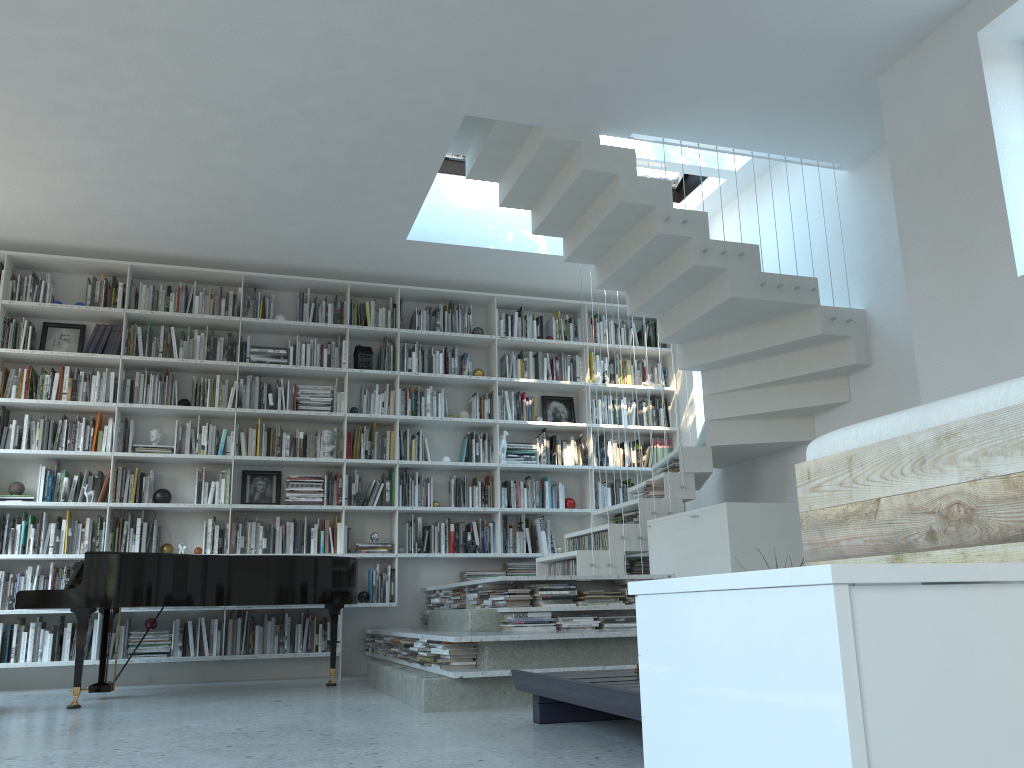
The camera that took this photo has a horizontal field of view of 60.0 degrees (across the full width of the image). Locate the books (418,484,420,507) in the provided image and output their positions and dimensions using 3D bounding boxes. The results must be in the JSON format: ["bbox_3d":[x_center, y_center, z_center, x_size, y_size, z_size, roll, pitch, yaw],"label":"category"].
[{"bbox_3d":[-0.779,0.931,7.271,0.013,0.202,0.167,3,-15,-17],"label":"books"}]

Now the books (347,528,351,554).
[{"bbox_3d":[-1.301,1.253,7.028,0.030,0.210,0.137,3,-15,-17],"label":"books"}]

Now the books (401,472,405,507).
[{"bbox_3d":[-0.896,0.878,7.240,0.018,0.294,0.178,3,-15,-17],"label":"books"}]

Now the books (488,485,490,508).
[{"bbox_3d":[-0.212,0.959,7.436,0.013,0.203,0.159,3,-15,-17],"label":"books"}]

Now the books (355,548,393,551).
[{"bbox_3d":[-1.095,1.309,7.009,0.285,0.012,0.160,2,-15,-14],"label":"books"}]

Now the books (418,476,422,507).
[{"bbox_3d":[-0.765,0.897,7.271,0.012,0.266,0.183,3,-15,-17],"label":"books"}]

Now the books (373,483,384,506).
[{"bbox_3d":[-1.093,0.914,7.169,0.091,0.204,0.169,3,-15,-17],"label":"books"}]

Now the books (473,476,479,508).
[{"bbox_3d":[-0.304,0.919,7.412,0.006,0.273,0.173,3,-15,-17],"label":"books"}]

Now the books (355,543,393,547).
[{"bbox_3d":[-1.096,1.274,7.020,0.285,0.012,0.160,2,-15,-13],"label":"books"}]

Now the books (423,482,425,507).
[{"bbox_3d":[-0.731,0.925,7.292,0.008,0.222,0.134,3,-15,-17],"label":"books"}]

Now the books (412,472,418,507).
[{"bbox_3d":[-0.794,0.880,7.260,0.014,0.296,0.175,3,-15,-17],"label":"books"}]

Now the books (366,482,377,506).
[{"bbox_3d":[-1.146,0.905,7.140,0.089,0.209,0.176,3,-15,-17],"label":"books"}]

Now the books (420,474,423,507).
[{"bbox_3d":[-0.750,0.894,7.294,0.006,0.284,0.160,3,-15,-17],"label":"books"}]

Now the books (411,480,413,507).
[{"bbox_3d":[-0.828,0.911,7.235,0.011,0.226,0.188,3,-15,-17],"label":"books"}]

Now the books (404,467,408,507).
[{"bbox_3d":[-0.871,0.861,7.268,0.007,0.341,0.150,3,-14,-17],"label":"books"}]

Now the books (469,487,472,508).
[{"bbox_3d":[-0.367,0.958,7.372,0.018,0.182,0.182,3,-15,-17],"label":"books"}]

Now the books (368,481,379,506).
[{"bbox_3d":[-1.137,0.903,7.166,0.095,0.225,0.144,3,-15,-17],"label":"books"}]

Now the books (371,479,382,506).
[{"bbox_3d":[-1.111,0.895,7.170,0.094,0.238,0.150,3,-15,-17],"label":"books"}]

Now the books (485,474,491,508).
[{"bbox_3d":[-0.202,0.914,7.443,0.007,0.294,0.162,3,-15,-17],"label":"books"}]

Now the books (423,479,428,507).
[{"bbox_3d":[-0.717,0.916,7.288,0.015,0.237,0.177,3,-15,-17],"label":"books"}]

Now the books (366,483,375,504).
[{"bbox_3d":[-1.158,0.902,7.152,0.088,0.219,0.139,3,-15,-17],"label":"books"}]

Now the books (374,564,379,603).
[{"bbox_3d":[-1.067,1.560,6.927,0.032,0.299,0.149,3,-15,-17],"label":"books"}]

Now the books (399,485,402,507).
[{"bbox_3d":[-0.922,0.929,7.223,0.015,0.187,0.168,3,-15,-17],"label":"books"}]

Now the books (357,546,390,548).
[{"bbox_3d":[-1.096,1.298,7.016,0.254,0.012,0.161,2,-15,-12],"label":"books"}]

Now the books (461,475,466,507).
[{"bbox_3d":[-0.406,0.913,7.400,0.007,0.284,0.160,3,-15,-17],"label":"books"}]

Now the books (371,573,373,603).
[{"bbox_3d":[-1.101,1.592,6.906,0.012,0.228,0.130,3,-15,-17],"label":"books"}]

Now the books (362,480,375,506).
[{"bbox_3d":[-1.162,0.894,7.133,0.095,0.227,0.190,3,-15,-17],"label":"books"}]

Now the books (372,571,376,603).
[{"bbox_3d":[-1.083,1.580,6.896,0.014,0.245,0.176,3,-15,-17],"label":"books"}]

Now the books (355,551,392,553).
[{"bbox_3d":[-1.096,1.333,7.008,0.285,0.012,0.160,2,-15,-12],"label":"books"}]

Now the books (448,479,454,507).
[{"bbox_3d":[-0.503,0.922,7.361,0.019,0.251,0.130,3,-15,-17],"label":"books"}]

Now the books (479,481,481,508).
[{"bbox_3d":[-0.292,0.941,7.410,0.018,0.229,0.182,3,-15,-17],"label":"books"}]

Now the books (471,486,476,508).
[{"bbox_3d":[-0.331,0.956,7.396,0.015,0.194,0.176,3,-15,-17],"label":"books"}]

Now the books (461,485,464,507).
[{"bbox_3d":[-0.432,0.952,7.396,0.031,0.208,0.122,3,-15,-17],"label":"books"}]

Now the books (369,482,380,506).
[{"bbox_3d":[-1.125,0.909,7.163,0.090,0.211,0.143,3,-15,-17],"label":"books"}]

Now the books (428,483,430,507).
[{"bbox_3d":[-0.702,0.931,7.286,0.014,0.207,0.181,3,-15,-17],"label":"books"}]

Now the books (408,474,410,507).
[{"bbox_3d":[-0.851,0.884,7.243,0.005,0.283,0.159,3,-15,-17],"label":"books"}]

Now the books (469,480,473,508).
[{"bbox_3d":[-0.359,0.936,7.413,0.030,0.243,0.136,3,-15,-17],"label":"books"}]

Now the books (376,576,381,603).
[{"bbox_3d":[-1.044,1.608,6.920,0.013,0.202,0.139,3,-15,-17],"label":"books"}]

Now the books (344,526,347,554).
[{"bbox_3d":[-1.328,1.242,7.020,0.027,0.228,0.141,3,-15,-17],"label":"books"}]

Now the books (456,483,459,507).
[{"bbox_3d":[-0.467,0.938,7.352,0.016,0.215,0.178,3,-15,-17],"label":"books"}]

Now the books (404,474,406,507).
[{"bbox_3d":[-0.884,0.885,7.240,0.006,0.280,0.155,3,-15,-17],"label":"books"}]

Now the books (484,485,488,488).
[{"bbox_3d":[-0.229,0.960,7.441,0.016,0.204,0.142,3,-15,-17],"label":"books"}]

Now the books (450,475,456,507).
[{"bbox_3d":[-0.491,0.908,7.382,0.016,0.289,0.132,3,-14,-17],"label":"books"}]

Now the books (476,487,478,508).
[{"bbox_3d":[-0.314,0.962,7.395,0.019,0.182,0.191,3,-15,-17],"label":"books"}]

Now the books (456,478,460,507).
[{"bbox_3d":[-0.457,0.919,7.376,0.015,0.261,0.150,3,-15,-17],"label":"books"}]

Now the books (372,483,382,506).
[{"bbox_3d":[-1.109,0.910,7.177,0.090,0.214,0.139,3,-15,-17],"label":"books"}]

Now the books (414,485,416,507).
[{"bbox_3d":[-0.806,0.933,7.245,0.013,0.186,0.184,3,-15,-17],"label":"books"}]

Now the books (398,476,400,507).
[{"bbox_3d":[-0.932,0.888,7.220,0.010,0.266,0.158,3,-15,-17],"label":"books"}]

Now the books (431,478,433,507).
[{"bbox_3d":[-0.678,0.912,7.305,0.013,0.250,0.173,3,-15,-17],"label":"books"}]

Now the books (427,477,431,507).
[{"bbox_3d":[-0.690,0.907,7.301,0.014,0.260,0.142,3,-15,-17],"label":"books"}]

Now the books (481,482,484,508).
[{"bbox_3d":[-0.262,0.945,7.432,0.021,0.231,0.155,3,-15,-17],"label":"books"}]

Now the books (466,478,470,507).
[{"bbox_3d":[-0.385,0.924,7.376,0.018,0.250,0.184,3,-15,-17],"label":"books"}]

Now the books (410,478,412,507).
[{"bbox_3d":[-0.843,0.902,7.244,0.013,0.248,0.165,3,-15,-17],"label":"books"}]

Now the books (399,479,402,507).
[{"bbox_3d":[-0.913,0.908,7.242,0.011,0.238,0.136,3,-15,-17],"label":"books"}]

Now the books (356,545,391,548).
[{"bbox_3d":[-1.094,1.283,7.008,0.254,0.012,0.161,3,-15,-17],"label":"books"}]

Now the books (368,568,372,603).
[{"bbox_3d":[-1.107,1.573,6.899,0.005,0.263,0.163,3,-15,-17],"label":"books"}]

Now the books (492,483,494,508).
[{"bbox_3d":[-0.176,0.956,7.465,0.009,0.223,0.146,3,-15,-17],"label":"books"}]

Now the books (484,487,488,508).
[{"bbox_3d":[-0.236,0.964,7.407,0.016,0.180,0.190,3,-15,-17],"label":"books"}]
